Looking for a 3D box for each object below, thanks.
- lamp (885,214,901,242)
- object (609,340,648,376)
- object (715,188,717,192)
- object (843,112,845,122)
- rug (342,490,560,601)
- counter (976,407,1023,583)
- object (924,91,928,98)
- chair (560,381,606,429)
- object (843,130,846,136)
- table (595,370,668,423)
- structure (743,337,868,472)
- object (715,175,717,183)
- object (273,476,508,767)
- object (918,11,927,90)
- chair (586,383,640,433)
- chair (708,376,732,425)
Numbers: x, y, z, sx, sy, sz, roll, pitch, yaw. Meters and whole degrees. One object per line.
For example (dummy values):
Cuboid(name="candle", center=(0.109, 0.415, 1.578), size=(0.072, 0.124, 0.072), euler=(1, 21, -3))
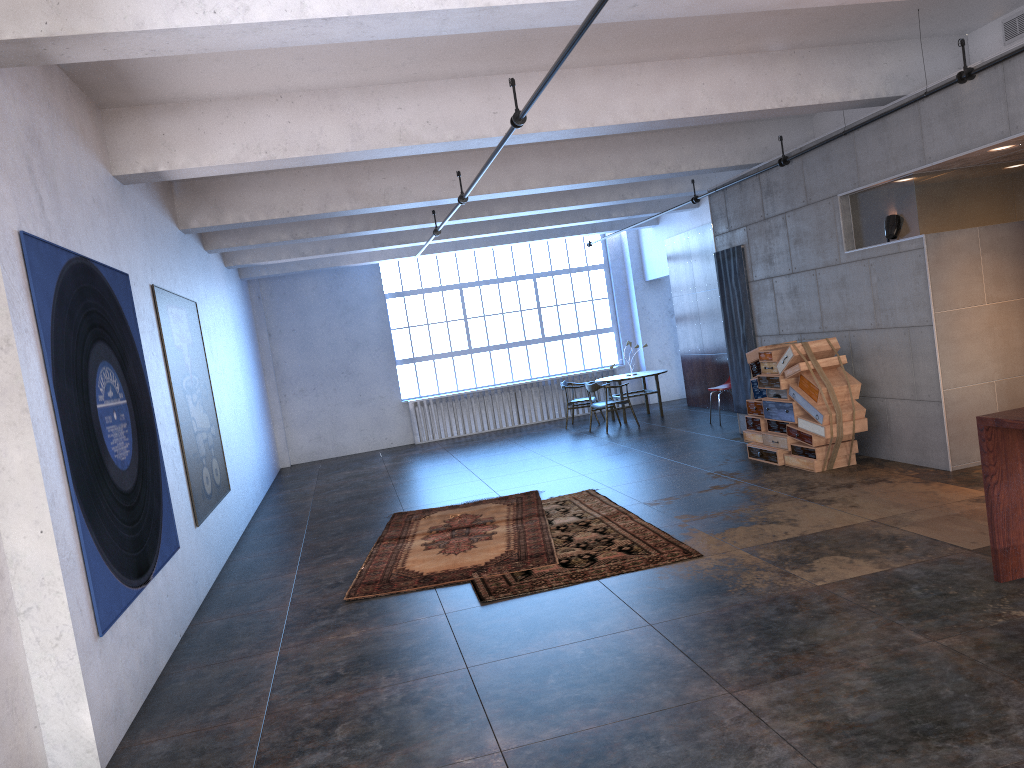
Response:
Cuboid(name="lamp", center=(3.611, -1.473, 8.378), size=(0.215, 0.259, 0.168), euler=(-11, 5, -30))
Cuboid(name="object", center=(2.106, -0.471, 15.924), size=(0.779, 0.625, 0.237), euler=(-9, 4, -10))
Cuboid(name="object", center=(5.866, -0.352, 2.353), size=(0.052, 0.052, 0.062), euler=(-6, 5, 37))
Cuboid(name="object", center=(5.866, -0.367, 2.410), size=(0.062, 0.053, 0.052), euler=(-6, 5, 36))
Cuboid(name="rug", center=(-0.498, 1.425, 8.515), size=(1.879, 0.048, 3.510), euler=(-9, 3, -1))
Cuboid(name="counter", center=(3.874, 0.653, 1.943), size=(1.150, 0.973, 6.592), euler=(-9, 3, -10))
Cuboid(name="object", center=(5.796, -0.363, 2.317), size=(0.063, 0.051, 0.052), euler=(-10, 4, -19))
Cuboid(name="chair", center=(1.289, 0.339, 16.244), size=(0.666, 0.866, 0.733), euler=(-8, 4, 15))
Cuboid(name="object", center=(5.851, -0.317, 2.397), size=(0.061, 0.053, 0.052), euler=(-6, 5, 31))
Cuboid(name="table", center=(2.213, 0.262, 15.997), size=(1.286, 0.853, 1.331), euler=(-6, 4, 32))
Cuboid(name="structure", center=(3.037, 0.192, 9.548), size=(0.643, 1.318, 1.895), euler=(-10, 4, -11))
Cuboid(name="object", center=(5.845, -0.275, 2.344), size=(0.072, 0.063, 0.065), euler=(-5, 5, 44))
Cuboid(name="object", center=(4.331, 1.046, 5.145), size=(19.895, 0.001, 26.941), euler=(-9, 3, -11))
Cuboid(name="object", center=(5.814, -0.375, 2.452), size=(0.058, 0.060, 0.051), euler=(-7, 4, 23))
Cuboid(name="chair", center=(1.656, 0.355, 14.900), size=(0.683, 0.866, 0.716), euler=(-11, 4, -24))
Cuboid(name="chair", center=(3.359, 0.098, 13.652), size=(0.661, 0.990, 0.423), euler=(-10, 4, -12))
